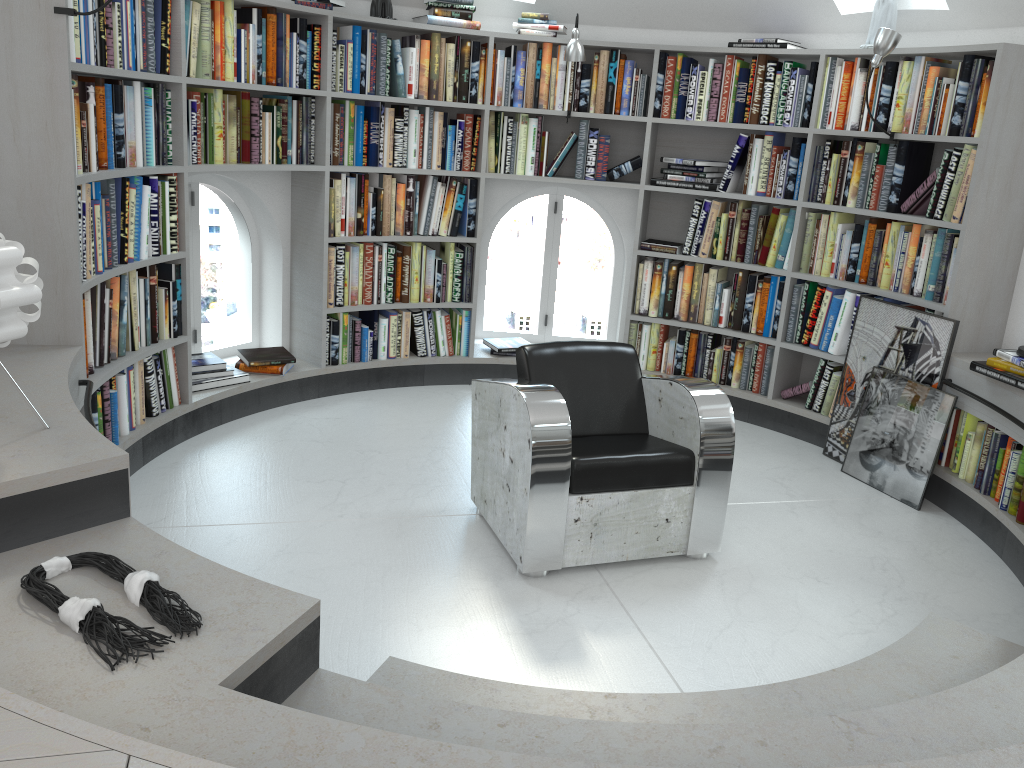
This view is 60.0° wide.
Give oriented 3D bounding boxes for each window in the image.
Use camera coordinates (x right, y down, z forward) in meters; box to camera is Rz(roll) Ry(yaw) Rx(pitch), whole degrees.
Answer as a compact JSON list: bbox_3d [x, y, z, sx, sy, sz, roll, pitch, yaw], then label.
[{"bbox_3d":[-0.743,-0.698,5.279,3.234,1.142,0.621,-5,18,-29],"label":"window"}]

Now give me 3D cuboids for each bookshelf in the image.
[{"bbox_3d":[-0.003,-0.853,4.509,4.332,1.866,2.124,0,16,-15],"label":"bookshelf"}]

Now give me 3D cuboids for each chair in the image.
[{"bbox_3d":[0.323,0.248,3.535,0.823,0.714,0.746,-2,17,-20],"label":"chair"}]

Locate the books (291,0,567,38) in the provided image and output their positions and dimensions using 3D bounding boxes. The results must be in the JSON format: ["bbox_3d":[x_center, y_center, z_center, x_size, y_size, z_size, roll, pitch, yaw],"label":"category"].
[{"bbox_3d":[-0.869,-1.941,4.364,2.822,0.172,0.751,-12,23,-43],"label":"books"}]

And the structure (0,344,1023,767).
[{"bbox_3d":[0.282,0.285,3.420,4.722,0.688,4.732,13,19,28],"label":"structure"}]

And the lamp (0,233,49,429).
[{"bbox_3d":[-1.351,-0.123,2.241,0.306,0.521,0.307,-3,17,-26],"label":"lamp"}]

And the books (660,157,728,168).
[{"bbox_3d":[1.065,-1.300,5.193,0.269,0.031,0.287,-7,20,-34],"label":"books"}]

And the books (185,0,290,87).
[{"bbox_3d":[-1.383,-1.617,4.185,0.269,0.370,0.797,12,18,27],"label":"books"}]

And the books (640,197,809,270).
[{"bbox_3d":[1.246,-0.892,5.110,0.976,0.349,0.253,12,17,26],"label":"books"}]

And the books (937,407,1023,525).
[{"bbox_3d":[2.120,0.371,3.689,0.272,0.296,1.156,4,16,-1],"label":"books"}]

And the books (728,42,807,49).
[{"bbox_3d":[1.413,-1.847,4.886,0.337,0.036,0.318,16,20,35],"label":"books"}]

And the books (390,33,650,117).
[{"bbox_3d":[0.039,-1.778,5.102,1.565,0.364,0.397,1,16,-10],"label":"books"}]

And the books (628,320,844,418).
[{"bbox_3d":[1.340,-0.128,5.173,1.502,0.309,0.361,16,20,35],"label":"books"}]

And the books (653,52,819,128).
[{"bbox_3d":[1.250,-1.644,4.955,0.972,0.365,0.307,13,18,27],"label":"books"}]

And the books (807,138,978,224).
[{"bbox_3d":[1.941,-1.026,4.398,0.279,0.355,1.059,-4,18,-29],"label":"books"}]

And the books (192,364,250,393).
[{"bbox_3d":[-1.624,-0.047,4.594,0.389,0.042,0.367,18,21,39],"label":"books"}]

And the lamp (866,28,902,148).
[{"bbox_3d":[1.788,-1.389,4.178,0.275,0.521,0.113,-3,16,-24],"label":"lamp"}]

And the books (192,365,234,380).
[{"bbox_3d":[-1.621,-0.080,4.585,0.270,0.031,0.287,-9,21,-37],"label":"books"}]

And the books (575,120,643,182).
[{"bbox_3d":[0.587,-1.373,5.248,0.399,0.338,0.226,6,15,4],"label":"books"}]

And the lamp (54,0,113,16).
[{"bbox_3d":[-1.290,-1.368,2.942,0.414,0.309,0.117,-1,16,-18],"label":"lamp"}]

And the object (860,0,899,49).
[{"bbox_3d":[1.852,-1.891,4.380,0.179,0.469,0.180,3,15,-6],"label":"object"}]

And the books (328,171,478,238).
[{"bbox_3d":[-0.659,-1.036,5.108,0.998,0.349,0.299,-6,18,-31],"label":"books"}]

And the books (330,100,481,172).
[{"bbox_3d":[-0.651,-1.411,5.047,1.029,0.356,0.302,-5,18,-29],"label":"books"}]

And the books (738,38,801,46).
[{"bbox_3d":[1.415,-1.874,4.878,0.234,0.027,0.249,-10,22,-41],"label":"books"}]

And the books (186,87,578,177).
[{"bbox_3d":[-0.736,-1.336,4.794,2.532,0.368,0.594,-7,19,-33],"label":"books"}]

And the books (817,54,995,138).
[{"bbox_3d":[1.964,-1.397,4.310,0.293,0.359,1.020,-5,19,-32],"label":"books"}]

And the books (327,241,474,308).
[{"bbox_3d":[-0.676,-0.667,5.215,1.033,0.355,0.294,-5,18,-29],"label":"books"}]

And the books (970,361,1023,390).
[{"bbox_3d":[2.185,-0.023,3.663,0.365,0.042,0.391,0,17,-15],"label":"books"}]

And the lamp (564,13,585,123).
[{"bbox_3d":[0.318,-1.734,4.900,0.113,0.562,0.360,2,15,-8],"label":"lamp"}]

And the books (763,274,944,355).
[{"bbox_3d":[1.845,-0.310,4.641,0.304,0.356,1.191,-6,19,-33],"label":"books"}]

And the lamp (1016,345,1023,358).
[{"bbox_3d":[2.252,-0.416,3.561,0.322,0.655,0.235,4,15,0],"label":"lamp"}]

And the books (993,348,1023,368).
[{"bbox_3d":[2.190,-0.089,3.646,0.269,0.031,0.288,3,16,-5],"label":"books"}]

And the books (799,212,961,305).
[{"bbox_3d":[1.921,-0.657,4.495,0.276,0.345,1.027,-4,18,-29],"label":"books"}]

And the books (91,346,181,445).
[{"bbox_3d":[-1.721,0.047,3.778,0.283,0.317,0.925,5,16,3],"label":"books"}]

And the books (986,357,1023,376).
[{"bbox_3d":[2.188,-0.058,3.654,0.286,0.034,0.306,-3,18,-24],"label":"books"}]

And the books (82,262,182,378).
[{"bbox_3d":[-1.672,-0.042,3.416,0.390,0.690,1.653,3,16,-5],"label":"books"}]

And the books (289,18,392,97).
[{"bbox_3d":[-0.962,-1.728,4.712,0.683,0.343,0.266,-8,20,-37],"label":"books"}]

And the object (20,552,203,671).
[{"bbox_3d":[-0.853,0.457,1.875,0.475,0.081,0.219,16,20,36],"label":"object"}]

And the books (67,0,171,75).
[{"bbox_3d":[-1.607,-1.382,3.342,0.300,0.358,1.040,5,16,0],"label":"books"}]

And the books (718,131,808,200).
[{"bbox_3d":[1.460,-1.224,4.949,0.555,0.348,0.257,14,18,30],"label":"books"}]

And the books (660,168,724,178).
[{"bbox_3d":[1.061,-1.239,5.209,0.287,0.031,0.270,15,20,33],"label":"books"}]

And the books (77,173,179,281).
[{"bbox_3d":[-1.634,-0.646,3.529,0.260,0.356,1.027,5,16,1],"label":"books"}]

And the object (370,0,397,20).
[{"bbox_3d":[-0.683,-2.087,4.758,0.147,0.263,0.203,-1,16,-18],"label":"object"}]

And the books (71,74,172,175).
[{"bbox_3d":[-1.648,-1.017,3.458,0.303,0.345,1.096,4,16,0],"label":"books"}]

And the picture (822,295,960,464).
[{"bbox_3d":[1.834,0.042,4.349,0.090,0.857,0.582,-3,17,-25],"label":"picture"}]

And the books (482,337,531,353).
[{"bbox_3d":[-0.015,-0.246,5.599,0.268,0.029,0.255,-3,18,-24],"label":"books"}]

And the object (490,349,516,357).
[{"bbox_3d":[-0.017,-0.217,5.607,0.226,0.036,0.215,5,16,1],"label":"object"}]

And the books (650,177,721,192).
[{"bbox_3d":[1.056,-1.178,5.225,0.389,0.042,0.367,12,18,23],"label":"books"}]

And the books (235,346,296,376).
[{"bbox_3d":[-1.341,-0.124,4.835,0.318,0.099,0.294,0,17,-13],"label":"books"}]

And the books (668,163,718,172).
[{"bbox_3d":[1.063,-1.269,5.201,0.227,0.036,0.214,15,20,33],"label":"books"}]

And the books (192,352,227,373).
[{"bbox_3d":[-1.619,-0.110,4.577,0.214,0.036,0.228,-8,21,-37],"label":"books"}]

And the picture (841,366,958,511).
[{"bbox_3d":[1.824,0.248,4.212,0.107,0.551,0.493,-3,17,-24],"label":"picture"}]

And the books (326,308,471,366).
[{"bbox_3d":[-0.716,-0.317,5.296,1.020,0.304,0.289,-5,18,-30],"label":"books"}]

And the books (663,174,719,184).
[{"bbox_3d":[1.058,-1.210,5.216,0.286,0.031,0.271,10,17,19],"label":"books"}]

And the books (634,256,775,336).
[{"bbox_3d":[1.148,-0.545,5.254,0.874,0.348,0.273,12,17,25],"label":"books"}]
